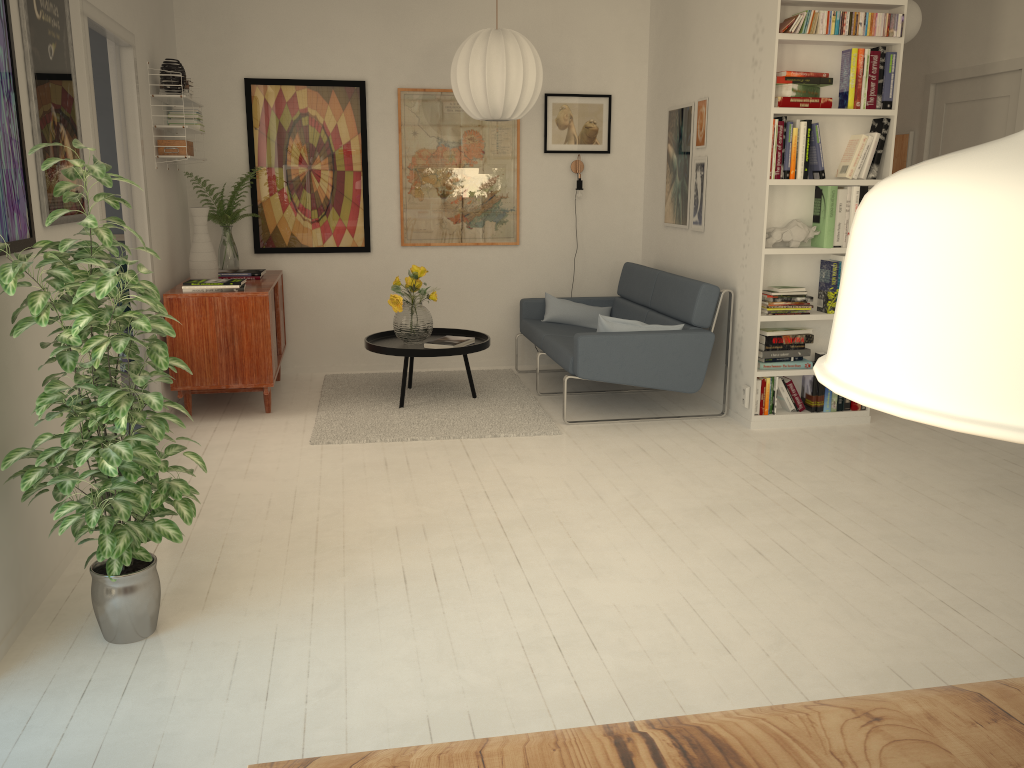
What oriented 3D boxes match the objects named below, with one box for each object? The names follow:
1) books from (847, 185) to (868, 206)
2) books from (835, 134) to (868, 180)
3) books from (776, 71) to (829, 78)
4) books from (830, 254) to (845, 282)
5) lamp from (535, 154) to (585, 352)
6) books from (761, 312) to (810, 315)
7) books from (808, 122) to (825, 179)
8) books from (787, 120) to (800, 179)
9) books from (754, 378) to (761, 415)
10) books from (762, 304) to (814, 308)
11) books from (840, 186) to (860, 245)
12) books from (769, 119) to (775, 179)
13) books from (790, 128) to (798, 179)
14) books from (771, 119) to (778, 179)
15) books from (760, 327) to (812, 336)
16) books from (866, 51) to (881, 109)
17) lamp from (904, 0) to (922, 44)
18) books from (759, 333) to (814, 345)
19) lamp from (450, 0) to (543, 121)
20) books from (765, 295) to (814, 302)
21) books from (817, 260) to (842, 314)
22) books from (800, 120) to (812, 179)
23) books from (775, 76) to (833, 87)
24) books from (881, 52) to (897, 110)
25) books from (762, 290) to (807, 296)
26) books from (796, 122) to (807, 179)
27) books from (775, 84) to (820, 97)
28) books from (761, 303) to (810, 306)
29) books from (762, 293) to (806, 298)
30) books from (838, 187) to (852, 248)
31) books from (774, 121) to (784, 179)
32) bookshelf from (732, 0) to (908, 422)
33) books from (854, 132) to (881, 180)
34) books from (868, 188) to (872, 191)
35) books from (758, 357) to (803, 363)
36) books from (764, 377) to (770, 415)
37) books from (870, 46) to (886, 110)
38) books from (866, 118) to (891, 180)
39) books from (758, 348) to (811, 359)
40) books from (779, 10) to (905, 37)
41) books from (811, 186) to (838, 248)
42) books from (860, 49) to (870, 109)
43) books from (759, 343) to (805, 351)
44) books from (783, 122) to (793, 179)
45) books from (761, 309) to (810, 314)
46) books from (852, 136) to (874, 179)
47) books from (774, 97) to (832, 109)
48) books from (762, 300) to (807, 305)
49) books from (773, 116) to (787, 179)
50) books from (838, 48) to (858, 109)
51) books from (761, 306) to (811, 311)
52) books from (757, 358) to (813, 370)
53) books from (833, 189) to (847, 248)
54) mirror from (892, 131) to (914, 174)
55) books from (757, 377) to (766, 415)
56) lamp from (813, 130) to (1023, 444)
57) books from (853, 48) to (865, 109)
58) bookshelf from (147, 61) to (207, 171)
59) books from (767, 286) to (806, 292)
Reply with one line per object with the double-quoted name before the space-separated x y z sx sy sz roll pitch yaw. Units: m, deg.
"books" 1.847 -0.914 4.832 0.056 0.327 0.202 -2 13 -11
"books" 1.806 -1.210 4.732 0.115 0.231 0.133 -2 13 -11
"books" 1.472 -1.599 4.615 0.266 0.026 0.204 -5 14 -21
"books" 1.773 -0.560 4.908 0.037 0.311 0.241 -2 13 -11
"lamp" 0.340 -0.914 6.338 0.360 1.414 0.112 -2 13 -11
"books" 1.475 -0.395 4.853 0.247 0.009 0.170 -2 13 -8
"books" 1.582 -1.232 4.705 0.093 0.288 0.200 -2 13 -11
"books" 1.458 -1.235 4.691 0.020 0.303 0.193 -2 13 -11
"books" 1.324 0.058 4.938 0.039 0.199 0.185 -2 13 -11
"books" 1.499 -0.438 4.881 0.255 0.014 0.197 0 13 -1
"books" 1.799 -0.911 4.828 0.037 0.324 0.240 -2 13 -11
"books" 1.317 -1.231 4.669 0.021 0.301 0.222 -2 13 -11
"books" 1.440 -1.210 4.675 0.024 0.260 0.199 -2 13 -11
"books" 1.336 -1.230 4.667 0.015 0.300 0.207 -2 13 -11
"books" 1.491 -0.298 4.908 0.297 0.024 0.162 -4 14 -19
"books" 1.858 -1.592 4.682 0.059 0.291 0.182 -2 13 -11
"lamp" 2.327 -2.428 5.308 0.275 0.766 0.275 -3 13 -16
"books" 1.490 -0.259 4.902 0.285 0.047 0.185 -2 13 -11
"lamp" -0.086 -2.151 5.092 0.536 1.227 0.536 5 14 22
"books" 1.504 -0.474 4.858 0.235 0.025 0.163 -1 13 -4
"books" 1.729 -0.542 4.891 0.057 0.283 0.200 -2 13 -11
"books" 1.521 -1.235 4.680 0.033 0.306 0.151 -2 13 -11
"books" 1.479 -1.573 4.630 0.314 0.035 0.206 -2 13 -11
"books" 1.950 -1.594 4.698 0.054 0.288 0.179 -2 13 -11
"books" 1.475 -0.504 4.847 0.212 0.017 0.165 -3 13 -13
"books" 1.487 -1.228 4.683 0.032 0.290 0.189 -2 13 -11
"books" 1.479 -1.520 4.629 0.269 0.064 0.128 -11 17 -39
"books" 1.483 -0.444 4.857 0.250 0.008 0.135 -3 13 -14
"books" 1.463 -0.488 4.839 0.221 0.010 0.169 -2 13 -8
"books" 1.765 -0.912 4.836 0.023 0.320 0.236 -2 13 -11
"books" 1.361 -1.225 4.665 0.032 0.291 0.203 -2 13 -11
"bookshelf" 1.640 -1.208 4.735 0.710 2.896 0.249 -2 13 -11
"books" 1.878 -1.224 4.774 0.092 0.244 0.197 -2 13 -11
"books" 1.923 -0.913 4.854 0.099 0.315 0.229 -2 13 -11
"books" 1.466 -0.153 4.935 0.241 0.024 0.168 -3 13 -15
"books" 1.382 0.050 4.939 0.020 0.210 0.185 -2 13 -11
"books" 1.904 -1.606 4.688 0.039 0.317 0.161 -2 13 -11
"books" 1.931 -1.261 4.769 0.092 0.318 0.180 -2 13 -11
"books" 1.477 -0.181 4.915 0.297 0.039 0.165 -3 13 -15
"books" 1.643 -1.844 4.591 0.664 0.109 0.278 -2 13 -11
"books" 1.666 -0.905 4.795 0.056 0.327 0.229 -2 13 -11
"books" 1.814 -1.596 4.679 0.029 0.300 0.185 -2 13 -11
"books" 1.472 -0.216 4.906 0.247 0.039 0.143 -3 13 -13
"books" 1.412 -1.226 4.673 0.030 0.288 0.200 -2 13 -11
"books" 1.470 -0.406 4.847 0.247 0.014 0.173 -2 13 -12
"books" 1.840 -1.210 4.746 0.105 0.225 0.138 -2 13 -11
"books" 1.482 -1.461 4.633 0.301 0.056 0.202 -2 13 -11
"books" 1.470 -0.449 4.835 0.238 0.012 0.120 -3 13 -15
"books" 1.387 -1.239 4.667 0.021 0.316 0.180 -2 13 -11
"books" 1.745 -1.599 4.677 0.032 0.300 0.200 -2 13 -11
"books" 1.480 -0.420 4.855 0.248 0.009 0.171 -2 13 -8
"books" 1.490 -0.120 4.946 0.297 0.038 0.204 -1 13 -6
"books" 1.725 -0.898 4.812 0.065 0.310 0.200 -2 13 -11
"mirror" 2.711 -1.128 6.500 0.029 1.368 0.501 -2 13 -11
"books" 1.357 0.053 4.940 0.026 0.206 0.187 -2 13 -11
"lamp" 0.264 -0.774 0.242 0.230 1.593 0.230 6 14 23
"books" 1.781 -1.596 4.678 0.039 0.301 0.199 -2 13 -11
"bookshelf" -1.932 -1.533 5.160 0.184 0.564 0.696 -2 13 -11
"books" 1.490 -0.518 4.826 0.166 0.019 0.127 -4 13 -17
